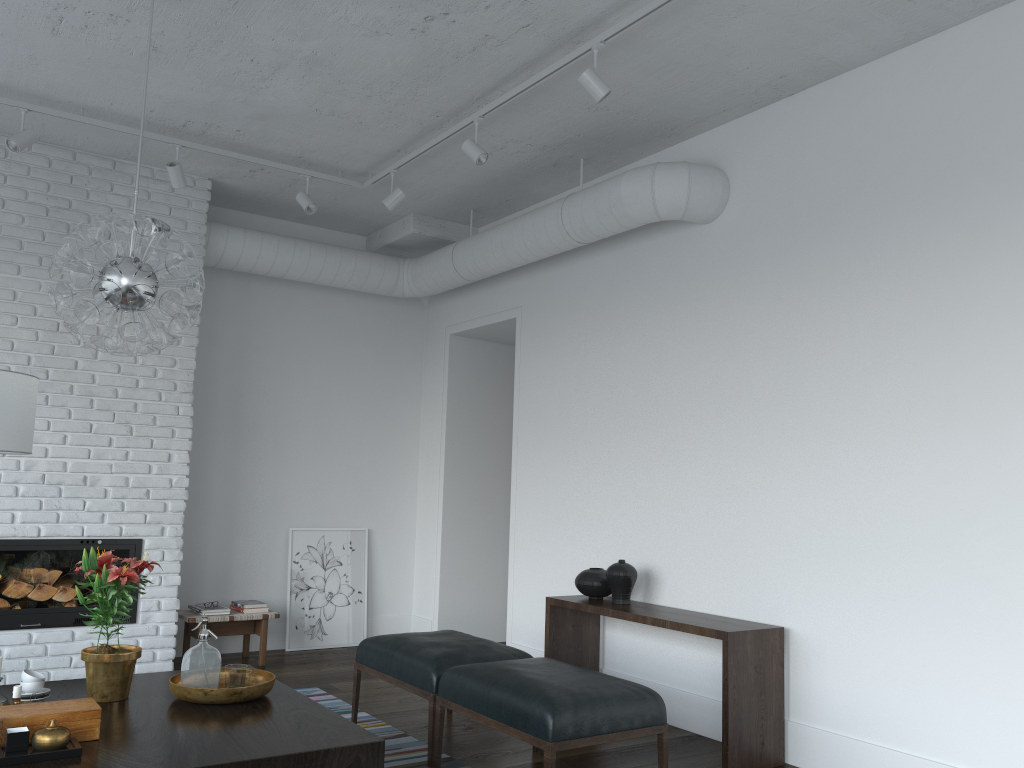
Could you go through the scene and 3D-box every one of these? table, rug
[{"bbox_3d":[-1.334,1.329,3.010,1.306,0.394,1.362,6,-8,-34],"label":"table"},{"bbox_3d":[0.721,1.478,4.552,0.375,0.617,1.362,6,-8,-34],"label":"table"},{"bbox_3d":[-1.244,1.536,3.007,2.735,0.012,3.760,6,-8,-34],"label":"rug"},{"bbox_3d":[-1.930,1.712,5.977,0.605,0.345,0.405,6,-8,-34],"label":"table"}]

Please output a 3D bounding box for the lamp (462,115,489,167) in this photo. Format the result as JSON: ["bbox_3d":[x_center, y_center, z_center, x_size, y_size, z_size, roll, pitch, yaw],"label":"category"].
[{"bbox_3d":[-0.192,-1.281,4.660,0.154,0.285,0.094,-2,-8,29],"label":"lamp"}]

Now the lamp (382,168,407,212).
[{"bbox_3d":[-0.724,-1.201,5.454,0.154,0.285,0.104,1,-7,6],"label":"lamp"}]

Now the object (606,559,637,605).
[{"bbox_3d":[0.599,1.081,4.853,0.171,0.236,0.171,6,-8,-29],"label":"object"}]

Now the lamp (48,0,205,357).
[{"bbox_3d":[-1.460,-0.879,3.474,0.552,1.546,0.552,-5,-9,43],"label":"lamp"}]

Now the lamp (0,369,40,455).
[{"bbox_3d":[-1.479,0.454,1.362,0.432,1.738,2.162,2,-7,0],"label":"lamp"}]

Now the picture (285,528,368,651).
[{"bbox_3d":[-1.393,1.540,6.715,0.637,0.884,0.093,6,-8,-34],"label":"picture"}]

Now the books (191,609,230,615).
[{"bbox_3d":[-2.017,1.515,5.924,0.171,0.011,0.306,7,-8,-35],"label":"books"}]

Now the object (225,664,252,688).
[{"bbox_3d":[-1.053,1.138,3.404,0.085,0.089,0.195,5,-8,-25],"label":"object"}]

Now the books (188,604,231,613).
[{"bbox_3d":[-2.024,1.501,5.933,0.202,0.019,0.280,7,-9,-36],"label":"books"}]

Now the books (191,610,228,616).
[{"bbox_3d":[-2.021,1.527,5.933,0.172,0.011,0.273,7,-8,-35],"label":"books"}]

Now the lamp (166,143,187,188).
[{"bbox_3d":[-1.945,-1.278,5.139,0.097,0.285,0.154,1,-7,6],"label":"lamp"}]

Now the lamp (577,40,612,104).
[{"bbox_3d":[0.361,-1.362,3.850,0.154,0.285,0.100,3,-7,-11],"label":"lamp"}]

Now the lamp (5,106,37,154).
[{"bbox_3d":[-2.596,-1.352,4.701,0.090,0.285,0.154,-1,-8,24],"label":"lamp"}]

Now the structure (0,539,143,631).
[{"bbox_3d":[-2.946,1.218,5.406,1.168,0.578,0.675,6,-8,-34],"label":"structure"}]

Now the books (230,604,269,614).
[{"bbox_3d":[-1.805,1.542,6.096,0.185,0.032,0.267,7,-9,-36],"label":"books"}]

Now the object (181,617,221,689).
[{"bbox_3d":[-1.172,1.030,3.355,0.143,0.288,0.143,-2,-8,27],"label":"object"}]

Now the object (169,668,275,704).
[{"bbox_3d":[-1.095,1.145,3.354,0.383,0.068,0.383,1,-7,8],"label":"object"}]

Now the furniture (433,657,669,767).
[{"bbox_3d":[0.142,1.423,3.662,0.583,0.476,0.827,6,-8,-34],"label":"furniture"}]

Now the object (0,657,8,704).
[{"bbox_3d":[-1.818,1.042,3.121,0.098,0.174,0.098,8,-9,-39],"label":"object"}]

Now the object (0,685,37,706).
[{"bbox_3d":[-1.686,1.072,3.020,0.102,0.098,0.102,1,-7,5],"label":"object"}]

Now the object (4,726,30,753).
[{"bbox_3d":[-1.430,1.027,2.560,0.058,0.055,0.058,6,-8,-34],"label":"object"}]

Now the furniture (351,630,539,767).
[{"bbox_3d":[-0.338,1.492,4.362,0.584,0.478,0.828,6,-8,-34],"label":"furniture"}]

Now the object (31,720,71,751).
[{"bbox_3d":[-1.347,1.023,2.594,0.103,0.077,0.103,-2,-8,27],"label":"object"}]

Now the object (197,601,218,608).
[{"bbox_3d":[-2.041,1.473,5.934,0.093,0.038,0.134,-1,-7,23],"label":"object"}]

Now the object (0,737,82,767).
[{"bbox_3d":[-1.374,1.065,2.570,0.214,0.023,0.130,6,-8,-34],"label":"object"}]

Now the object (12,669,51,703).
[{"bbox_3d":[-1.720,1.082,3.179,0.121,0.113,0.124,4,-7,-14],"label":"object"}]

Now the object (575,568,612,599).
[{"bbox_3d":[0.479,1.135,5.046,0.245,0.168,0.245,8,-9,-42],"label":"object"}]

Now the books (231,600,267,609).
[{"bbox_3d":[-1.809,1.515,6.105,0.173,0.025,0.238,7,-9,-36],"label":"books"}]

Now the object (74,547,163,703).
[{"bbox_3d":[-1.475,0.876,3.257,0.275,0.558,0.284,0,-7,18],"label":"object"}]

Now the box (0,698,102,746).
[{"bbox_3d":[-1.434,1.047,2.738,0.294,0.093,0.169,6,-8,-34],"label":"box"}]

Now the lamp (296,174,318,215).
[{"bbox_3d":[-1.290,-1.204,5.577,0.154,0.285,0.093,-3,-8,34],"label":"lamp"}]
